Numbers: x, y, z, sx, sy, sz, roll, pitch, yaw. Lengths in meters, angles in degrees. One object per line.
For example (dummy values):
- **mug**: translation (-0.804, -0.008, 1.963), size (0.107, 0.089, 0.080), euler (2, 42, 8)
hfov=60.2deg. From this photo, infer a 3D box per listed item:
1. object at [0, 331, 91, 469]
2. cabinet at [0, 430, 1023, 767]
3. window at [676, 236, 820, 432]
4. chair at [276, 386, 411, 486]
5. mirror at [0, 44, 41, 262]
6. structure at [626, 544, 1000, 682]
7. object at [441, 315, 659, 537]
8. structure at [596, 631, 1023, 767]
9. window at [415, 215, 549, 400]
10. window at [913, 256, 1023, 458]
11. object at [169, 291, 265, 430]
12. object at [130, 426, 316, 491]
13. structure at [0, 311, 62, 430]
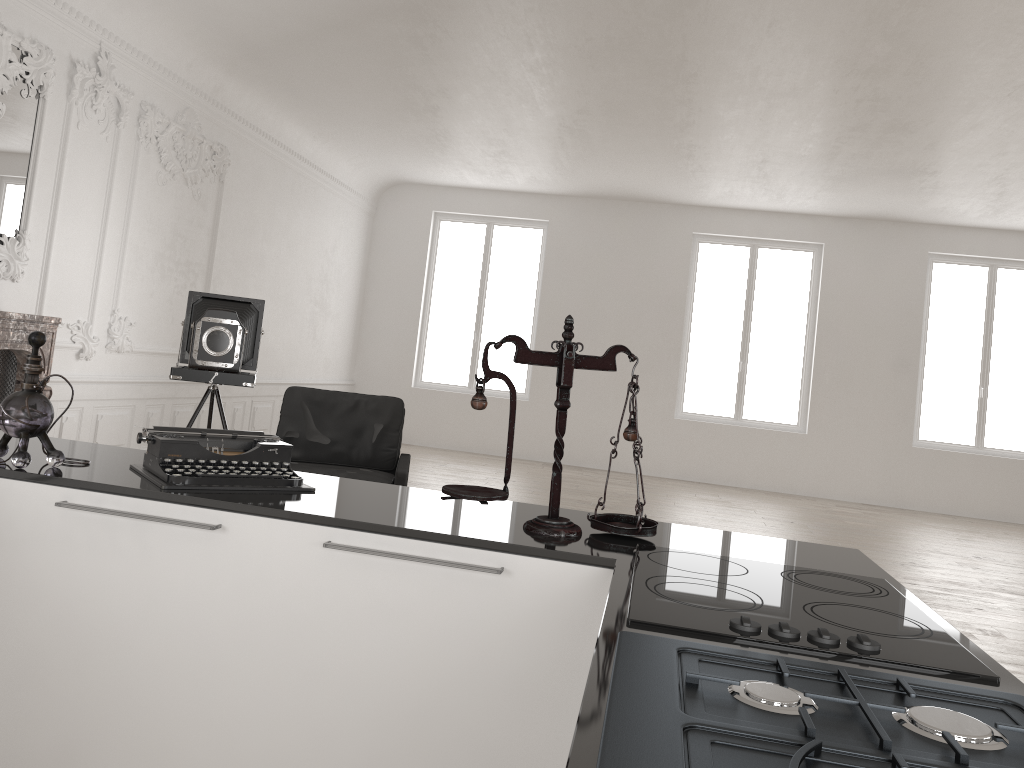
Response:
- **object**: translation (-1.131, 0.030, 2.105), size (0.204, 0.313, 0.221), euler (6, -2, 8)
- **cabinet**: translation (-0.668, 0.699, 1.188), size (2.709, 0.885, 2.453), euler (7, 0, 10)
- **window**: translation (3.288, -0.721, 12.328), size (1.727, 2.592, 0.070), euler (6, -4, 10)
- **chair**: translation (-1.142, 0.539, 5.596), size (0.973, 0.967, 1.085), euler (7, -1, -5)
- **mirror**: translation (-3.466, -1.525, 5.475), size (0.009, 1.578, 1.428), euler (6, -2, 9)
- **structure**: translation (0.466, 0.366, 1.546), size (0.507, 0.021, 0.626), euler (7, 1, 10)
- **object**: translation (0.114, 0.088, 1.985), size (0.511, 0.493, 0.167), euler (7, -3, -17)
- **structure**: translation (0.334, 0.367, 0.764), size (0.521, 0.014, 0.839), euler (7, 1, 10)
- **window**: translation (-0.446, -1.154, 12.979), size (1.727, 2.592, 0.070), euler (6, -4, 10)
- **window**: translation (6.355, -0.366, 11.793), size (1.727, 2.592, 0.070), euler (6, -4, 10)
- **object**: translation (-1.998, 0.157, 5.877), size (0.709, 1.529, 0.654), euler (7, -3, -15)
- **object**: translation (-0.714, 0.178, 2.172), size (0.381, 0.111, 0.317), euler (6, 1, -35)
- **structure**: translation (-3.500, 0.143, 5.204), size (0.660, 1.252, 1.538), euler (6, -1, 9)
